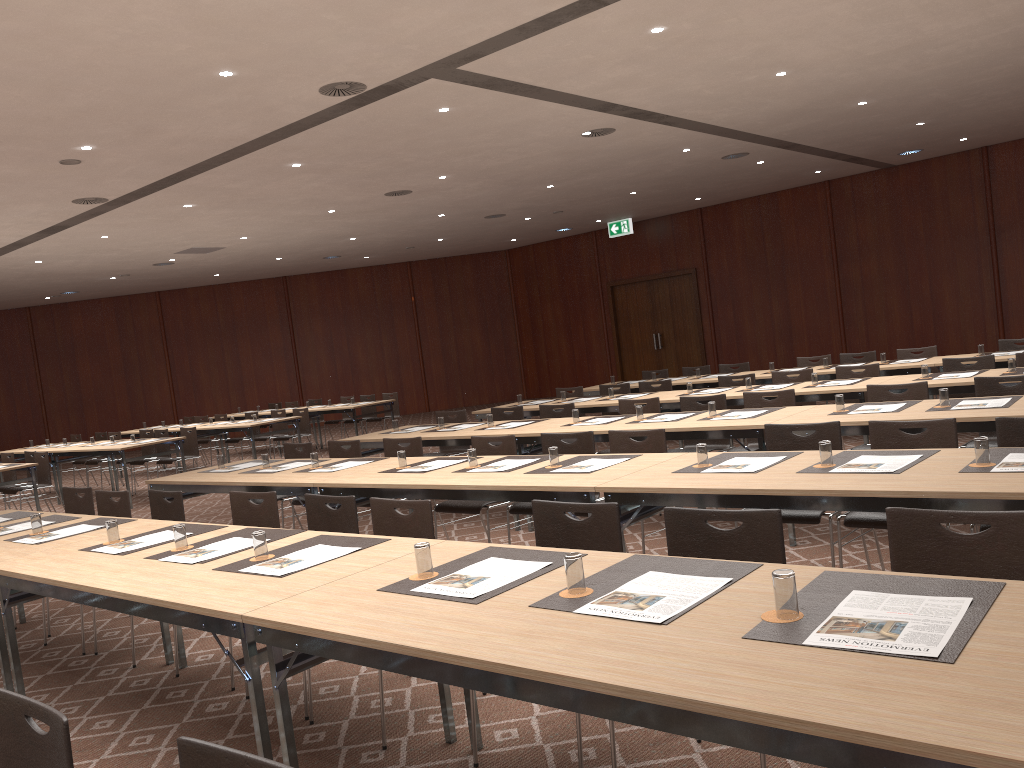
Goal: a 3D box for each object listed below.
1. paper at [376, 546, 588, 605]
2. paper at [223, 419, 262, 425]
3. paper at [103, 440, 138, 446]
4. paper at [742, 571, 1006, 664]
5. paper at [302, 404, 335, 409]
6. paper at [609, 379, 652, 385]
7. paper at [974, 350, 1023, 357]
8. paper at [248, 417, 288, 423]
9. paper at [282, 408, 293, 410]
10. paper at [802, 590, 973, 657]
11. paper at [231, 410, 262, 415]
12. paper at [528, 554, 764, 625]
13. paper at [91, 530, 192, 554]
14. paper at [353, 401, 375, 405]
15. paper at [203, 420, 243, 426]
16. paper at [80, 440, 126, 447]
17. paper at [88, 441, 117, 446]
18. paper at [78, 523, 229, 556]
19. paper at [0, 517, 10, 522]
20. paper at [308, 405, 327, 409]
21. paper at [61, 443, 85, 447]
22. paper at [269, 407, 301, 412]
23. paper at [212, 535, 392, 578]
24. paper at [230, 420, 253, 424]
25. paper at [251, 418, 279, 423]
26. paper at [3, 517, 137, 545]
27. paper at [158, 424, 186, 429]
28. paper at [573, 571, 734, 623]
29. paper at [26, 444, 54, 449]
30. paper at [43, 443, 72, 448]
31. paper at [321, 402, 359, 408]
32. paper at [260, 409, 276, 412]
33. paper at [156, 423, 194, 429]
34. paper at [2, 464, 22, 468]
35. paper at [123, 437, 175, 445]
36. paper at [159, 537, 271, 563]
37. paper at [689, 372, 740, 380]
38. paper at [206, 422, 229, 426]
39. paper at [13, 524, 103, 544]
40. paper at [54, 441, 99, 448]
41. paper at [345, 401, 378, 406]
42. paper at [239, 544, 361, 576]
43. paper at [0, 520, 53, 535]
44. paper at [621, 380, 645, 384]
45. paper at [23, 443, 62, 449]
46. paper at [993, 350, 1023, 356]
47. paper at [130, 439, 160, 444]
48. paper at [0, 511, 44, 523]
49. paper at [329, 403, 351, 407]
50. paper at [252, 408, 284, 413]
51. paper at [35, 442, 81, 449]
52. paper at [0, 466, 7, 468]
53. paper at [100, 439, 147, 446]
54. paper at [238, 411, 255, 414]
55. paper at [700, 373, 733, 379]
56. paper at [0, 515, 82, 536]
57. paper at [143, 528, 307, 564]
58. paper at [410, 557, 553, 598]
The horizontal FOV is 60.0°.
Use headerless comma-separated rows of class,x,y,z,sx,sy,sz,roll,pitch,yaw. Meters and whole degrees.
paper,-0.094,0.637,3.003,0.460,0.003,0.565,-5,4,41
paper,-4.387,0.618,14.515,0.460,0.003,0.565,-5,4,40
paper,-5.699,0.859,12.913,0.284,0.006,0.397,-5,4,40
paper,0.896,0.552,2.169,0.460,0.003,0.565,-5,4,39
paper,-3.625,0.424,16.496,0.460,0.003,0.565,-5,4,43
paper,1.561,-0.017,12.035,0.460,0.003,0.565,-5,4,41
paper,5.009,-0.310,9.079,0.460,0.003,0.565,-5,4,40
paper,-3.878,0.572,14.120,0.460,0.003,0.565,-5,4,40
paper,-4.349,0.486,17.027,0.284,0.006,0.397,-5,4,44
paper,0.887,0.553,2.078,0.284,0.006,0.397,-5,4,37
paper,-5.321,0.569,17.927,0.460,0.003,0.565,-5,4,38
paper,0.403,0.592,2.616,0.460,0.003,0.565,-5,4,41
paper,-1.841,0.785,4.418,0.284,0.006,0.397,-5,4,43
paper,-2.639,0.341,15.549,0.284,0.006,0.397,-5,4,42
paper,-4.888,0.660,14.948,0.460,0.003,0.565,-5,4,41
paper,-6.185,0.899,13.427,0.460,0.003,0.565,-5,4,40
paper,-6.180,0.898,13.357,0.284,0.006,0.397,-5,4,43
paper,-1.815,0.782,4.501,0.460,0.003,0.565,-5,4,40
paper,-3.569,0.933,5.873,0.284,0.006,0.397,-5,4,43
paper,-3.642,0.427,16.387,0.284,0.006,0.397,-5,4,41
paper,-6.918,0.961,13.979,0.284,0.006,0.397,-5,4,40
paper,-4.344,0.486,17.093,0.460,0.003,0.565,-5,4,41
paper,-0.860,0.702,3.657,0.460,0.003,0.565,-5,4,39
paper,-4.415,0.620,14.451,0.284,0.006,0.397,-5,4,42
paper,-3.903,0.575,14.041,0.284,0.006,0.397,-5,4,40
paper,-2.546,0.844,5.125,0.460,0.003,0.565,-5,4,40
paper,-6.116,0.764,15.926,0.284,0.006,0.397,-5,4,39
paper,0.402,0.594,2.499,0.284,0.006,0.397,-5,4,42
paper,-7.881,1.042,14.839,0.284,0.006,0.397,-5,4,41
paper,-7.406,1.002,14.409,0.284,0.006,0.397,-5,4,42
paper,-3.132,0.383,16.048,0.460,0.003,0.565,-5,4,41
paper,-4.847,0.528,17.457,0.284,0.006,0.397,-5,4,38
paper,-6.113,0.762,16.036,0.460,0.003,0.565,-5,4,40
paper,-6.464,1.049,11.086,0.460,0.003,0.565,-5,4,41
paper,-5.156,0.810,12.588,0.460,0.003,0.565,-5,4,39
paper,-1.331,0.742,3.974,0.284,0.006,0.397,-5,4,39
paper,2.557,-0.101,11.180,0.460,0.003,0.565,-5,4,38
paper,-4.888,0.661,14.857,0.284,0.006,0.397,-5,4,39
paper,-2.564,0.847,5.022,0.284,0.006,0.397,-5,4,40
paper,-6.907,0.959,14.074,0.460,0.003,0.565,-5,4,40
paper,-2.653,0.343,15.630,0.460,0.003,0.565,-5,4,41
paper,-0.845,0.701,3.550,0.284,0.006,0.397,-5,4,41
paper,-3.069,0.890,5.457,0.284,0.006,0.397,-5,4,43
paper,1.597,-0.020,11.937,0.284,0.006,0.397,-5,4,39
paper,-7.918,1.046,14.927,0.460,0.003,0.565,-5,4,42
paper,5.008,-0.309,8.988,0.284,0.006,0.397,-5,4,38
paper,-5.193,0.814,12.520,0.284,0.006,0.397,-5,4,40
paper,-3.539,0.929,5.971,0.460,0.003,0.565,-5,4,42
paper,-3.123,0.382,15.965,0.284,0.006,0.397,-5,4,37
paper,-4.836,0.526,17.550,0.460,0.003,0.565,-5,4,44
paper,-7.403,1.002,14.481,0.460,0.003,0.565,-5,3,37
paper,-6.485,1.053,10.979,0.284,0.006,0.397,-5,4,40
paper,-5.670,0.854,13.019,0.460,0.003,0.565,-5,4,41
paper,-5.351,0.572,17.863,0.284,0.006,0.397,-5,4,41
paper,2.556,-0.100,11.087,0.284,0.006,0.397,-5,4,40
paper,-3.064,0.890,5.534,0.460,0.003,0.565,-5,4,43
paper,-1.313,0.738,4.088,0.460,0.003,0.565,-5,3,37
paper,-0.097,0.636,2.935,0.284,0.006,0.397,-5,4,41
